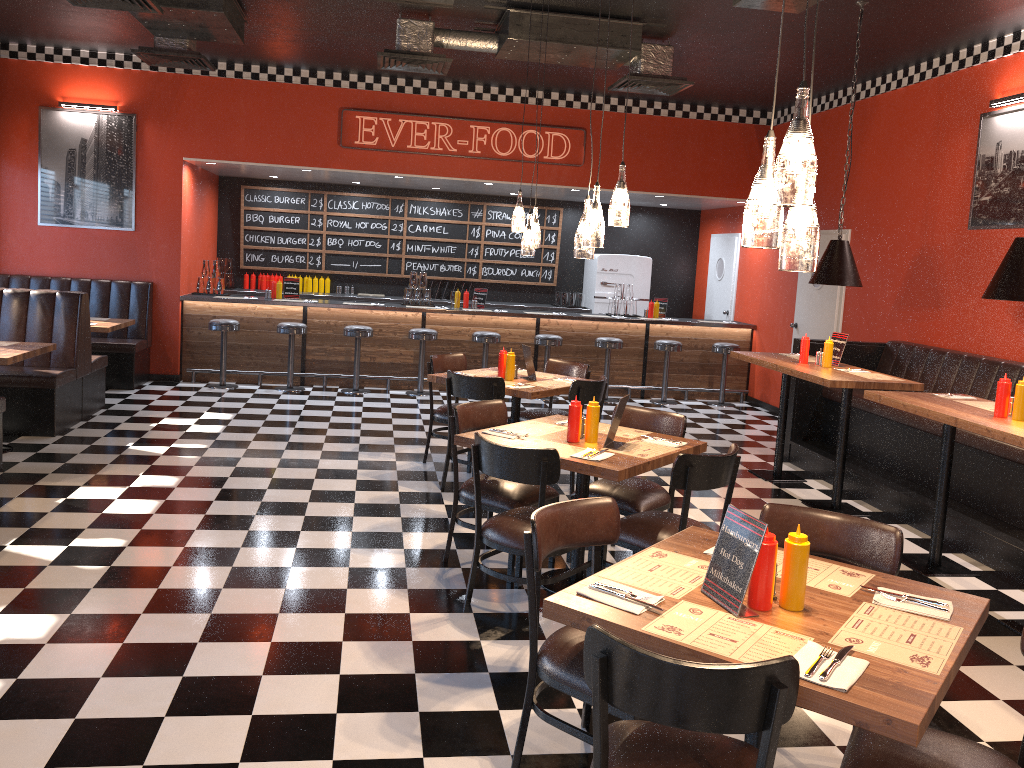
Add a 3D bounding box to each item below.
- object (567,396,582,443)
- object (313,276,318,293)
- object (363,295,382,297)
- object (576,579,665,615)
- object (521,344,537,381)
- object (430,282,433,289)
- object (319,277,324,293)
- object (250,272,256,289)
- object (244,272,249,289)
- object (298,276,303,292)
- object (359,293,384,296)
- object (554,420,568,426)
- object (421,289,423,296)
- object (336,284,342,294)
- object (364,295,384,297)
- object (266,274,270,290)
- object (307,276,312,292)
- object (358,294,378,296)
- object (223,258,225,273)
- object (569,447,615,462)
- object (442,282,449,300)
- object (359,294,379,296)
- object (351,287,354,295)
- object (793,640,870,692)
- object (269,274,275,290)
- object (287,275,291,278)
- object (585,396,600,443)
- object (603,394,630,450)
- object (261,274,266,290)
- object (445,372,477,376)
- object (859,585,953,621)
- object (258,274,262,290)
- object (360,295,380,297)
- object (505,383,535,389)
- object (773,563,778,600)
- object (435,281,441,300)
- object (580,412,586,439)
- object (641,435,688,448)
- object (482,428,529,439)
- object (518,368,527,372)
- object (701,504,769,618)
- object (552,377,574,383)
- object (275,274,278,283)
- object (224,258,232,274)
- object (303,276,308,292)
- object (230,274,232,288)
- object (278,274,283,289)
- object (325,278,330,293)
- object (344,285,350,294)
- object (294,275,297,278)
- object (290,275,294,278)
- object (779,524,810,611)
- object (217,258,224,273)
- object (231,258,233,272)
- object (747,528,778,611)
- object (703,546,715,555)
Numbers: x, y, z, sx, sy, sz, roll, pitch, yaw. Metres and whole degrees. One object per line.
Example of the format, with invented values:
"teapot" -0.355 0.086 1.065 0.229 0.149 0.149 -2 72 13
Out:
"object" 0.320 0.177 4.527 0.068 0.237 0.068 3 6 -4
"object" -2.795 -1.420 12.596 0.068 0.237 0.068 2 6 -11
"object" -2.015 -1.268 12.689 0.365 0.001 0.262 3 8 -4
"object" 0.320 0.589 2.462 0.256 0.019 0.158 10 11 38
"object" 0.130 -0.165 6.721 0.072 0.256 0.189 1 7 -19
"object" -1.184 -1.363 12.818 0.072 0.256 0.189 3 7 -4
"object" -2.712 -1.418 12.619 0.068 0.237 0.068 3 6 -7
"object" -3.637 -1.449 12.446 0.068 0.237 0.068 4 6 7
"object" -3.727 -1.452 12.427 0.068 0.237 0.068 0 7 -32
"object" -3.003 -1.425 12.545 0.068 0.237 0.068 2 6 -11
"object" -2.014 -1.281 12.687 0.365 0.001 0.262 2 8 -8
"object" 0.347 0.216 5.027 0.158 0.019 0.255 10 10 38
"object" -1.295 -1.367 12.800 0.072 0.256 0.189 2 7 -14
"object" -2.472 -1.357 12.659 0.094 0.135 0.047 7 7 26
"object" -2.015 -1.269 12.689 0.365 0.001 0.262 3 8 -7
"object" -3.453 -1.448 12.514 0.068 0.237 0.068 3 6 -7
"object" -2.869 -1.418 12.550 0.068 0.237 0.068 0 7 -32
"object" -2.014 -1.279 12.688 0.365 0.001 0.262 2 8 -9
"object" -4.014 -1.644 12.271 0.105 0.208 0.106 1 7 -24
"object" 0.397 0.332 4.254 0.158 0.019 0.256 8 9 28
"object" -0.963 -1.355 12.853 0.072 0.256 0.189 4 7 1
"object" -2.014 -1.280 12.687 0.365 0.001 0.262 2 8 -9
"object" -2.281 -1.344 12.655 0.046 0.135 0.094 2 7 -14
"object" 0.760 0.665 2.128 0.158 0.019 0.255 9 10 35
"object" -3.375 -1.435 12.461 0.068 0.237 0.068 3 6 -7
"object" -3.158 -1.434 12.541 0.068 0.237 0.068 0 7 -32
"object" 0.413 0.181 4.539 0.068 0.237 0.068 3 6 -4
"object" 0.530 0.186 4.489 0.072 0.256 0.189 6 7 21
"object" -3.484 -1.437 12.427 0.068 0.237 0.068 0 7 -32
"object" -0.372 -0.074 6.717 0.256 0.019 0.158 10 11 39
"object" 1.138 0.624 2.568 0.255 0.019 0.158 8 9 29
"object" -3.549 -1.452 12.502 0.068 0.237 0.068 3 6 -7
"object" -2.015 -1.266 12.689 0.365 0.001 0.262 2 8 -8
"object" 0.063 0.010 6.325 0.158 0.019 0.255 10 10 36
"object" 0.728 0.543 2.551 0.046 0.135 0.094 1 7 -19
"object" -1.075 -1.359 12.834 0.070 0.257 0.190 3 7 -6
"object" 0.367 0.216 4.637 0.047 0.135 0.094 9 8 41
"object" 0.782 0.297 4.659 0.256 0.019 0.158 10 10 37
"object" -0.017 0.256 4.605 0.256 0.019 0.158 9 10 35
"object" 0.012 -0.113 7.143 0.158 0.019 0.255 10 11 38
"object" 0.615 0.487 2.462 0.072 0.256 0.189 1 7 -19
"object" 0.405 -0.032 6.750 0.255 0.019 0.158 8 10 30
"object" -3.339 -1.447 12.554 0.068 0.237 0.068 3 6 -7
"object" -3.899 -1.623 12.176 0.105 0.208 0.106 1 7 -24
"object" -2.931 -1.429 12.604 0.068 0.237 0.068 0 7 -32
"object" -3.922 -1.426 12.257 0.105 0.208 0.106 1 7 -24
"object" -3.269 -1.434 12.495 0.068 0.237 0.068 3 6 -7
"object" -2.628 -1.415 12.633 0.068 0.237 0.068 3 6 -7
"object" -2.362 -1.354 12.684 0.047 0.135 0.094 8 8 36
"object" -3.074 -1.433 12.570 0.068 0.237 0.068 3 6 -7
"object" -3.097 -1.420 12.472 0.068 0.237 0.068 0 7 -32
"object" 0.788 0.507 2.465 0.068 0.237 0.068 3 6 -4
"object" -4.008 -1.626 12.153 0.105 0.208 0.106 1 7 -24
"object" -3.925 -1.641 12.289 0.105 0.208 0.106 1 7 -24
"object" 0.695 0.503 2.453 0.068 0.237 0.068 3 6 -4
"object" 0.734 0.549 2.911 0.158 0.019 0.255 10 10 37
